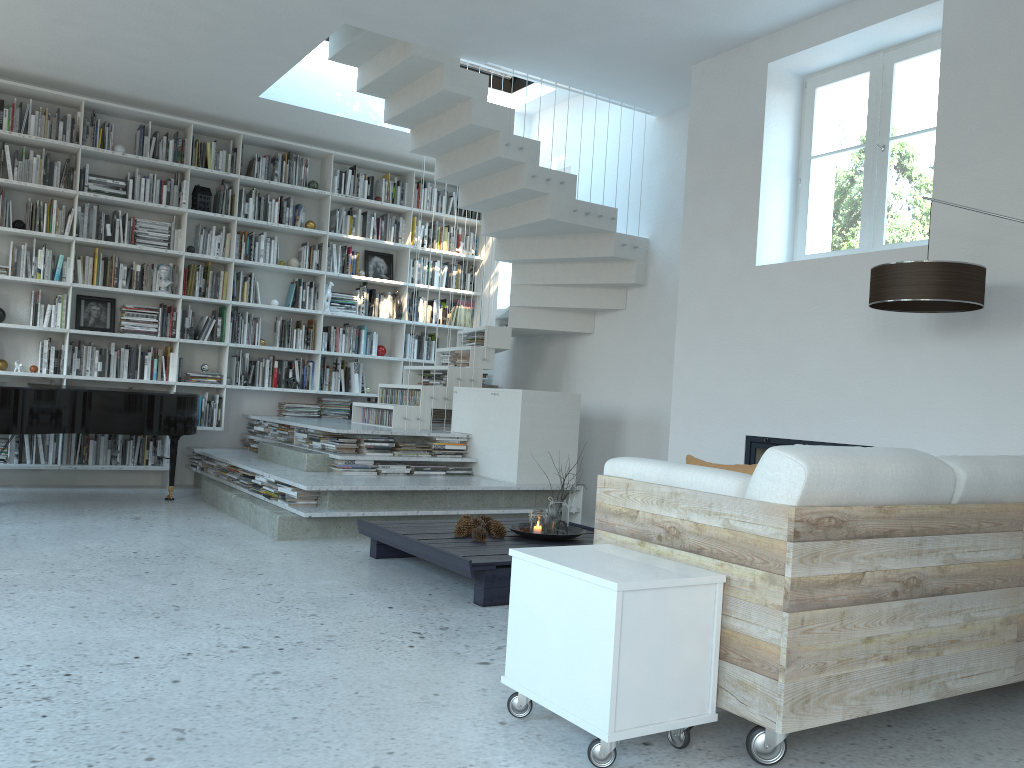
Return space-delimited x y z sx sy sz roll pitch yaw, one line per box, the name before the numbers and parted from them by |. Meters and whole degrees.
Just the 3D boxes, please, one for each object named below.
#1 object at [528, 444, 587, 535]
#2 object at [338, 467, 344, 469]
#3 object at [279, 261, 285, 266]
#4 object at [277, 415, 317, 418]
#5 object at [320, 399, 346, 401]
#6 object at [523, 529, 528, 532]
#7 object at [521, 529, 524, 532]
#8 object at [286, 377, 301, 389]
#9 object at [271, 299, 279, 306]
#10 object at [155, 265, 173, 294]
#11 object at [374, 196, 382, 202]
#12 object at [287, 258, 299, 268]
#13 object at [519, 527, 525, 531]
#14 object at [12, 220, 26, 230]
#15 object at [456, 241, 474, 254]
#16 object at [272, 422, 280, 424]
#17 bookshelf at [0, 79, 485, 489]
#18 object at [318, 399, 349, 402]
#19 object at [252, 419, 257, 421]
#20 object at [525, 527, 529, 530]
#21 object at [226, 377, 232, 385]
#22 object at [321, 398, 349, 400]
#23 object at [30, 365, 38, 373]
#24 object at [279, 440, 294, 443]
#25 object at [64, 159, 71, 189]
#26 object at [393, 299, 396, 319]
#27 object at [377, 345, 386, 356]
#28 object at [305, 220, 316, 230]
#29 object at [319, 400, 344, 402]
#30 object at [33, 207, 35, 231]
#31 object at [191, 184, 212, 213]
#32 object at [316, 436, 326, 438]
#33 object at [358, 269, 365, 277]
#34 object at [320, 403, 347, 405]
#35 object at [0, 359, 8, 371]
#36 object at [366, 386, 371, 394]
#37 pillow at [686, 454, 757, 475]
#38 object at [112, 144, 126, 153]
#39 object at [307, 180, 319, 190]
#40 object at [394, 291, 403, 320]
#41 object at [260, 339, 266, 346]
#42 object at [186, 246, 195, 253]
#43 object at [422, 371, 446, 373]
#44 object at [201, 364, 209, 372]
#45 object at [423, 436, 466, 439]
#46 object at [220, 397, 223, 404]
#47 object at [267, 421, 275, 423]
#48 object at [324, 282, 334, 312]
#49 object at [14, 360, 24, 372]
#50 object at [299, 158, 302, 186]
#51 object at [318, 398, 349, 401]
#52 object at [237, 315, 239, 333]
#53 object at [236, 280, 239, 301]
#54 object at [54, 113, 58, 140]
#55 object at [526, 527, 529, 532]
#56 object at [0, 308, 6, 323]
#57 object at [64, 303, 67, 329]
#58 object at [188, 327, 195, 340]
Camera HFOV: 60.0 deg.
object | 0.254 0.562 4.740 0.309 0.522 0.435 4 -1 -2
object | -1.131 0.594 6.289 0.204 0.004 0.140 4 -1 -30
object | -2.117 -1.099 8.144 0.068 0.068 0.068 3 -1 35
object | -1.998 0.306 8.296 0.346 0.007 0.193 4 -1 -38
object | -1.711 0.153 8.490 0.285 0.005 0.159 4 -1 -33
object | 0.074 0.797 4.759 0.035 0.035 0.030 4 -1 -10
object | 0.059 0.800 4.796 0.026 0.027 0.030 3 -1 24
object | -1.997 -0.009 8.090 0.064 0.114 0.160 3 -1 45
object | -2.167 -0.736 8.097 0.071 0.072 0.071 3 -1 16
object | -2.940 -0.880 7.496 0.138 0.244 0.137 3 -1 23
object | -1.294 -1.776 8.571 0.071 0.072 0.071 3 -1 16
object | -2.031 -1.114 8.225 0.111 0.113 0.112 3 -1 35
object | 0.058 0.797 4.839 0.035 0.035 0.030 4 -1 -34
object | -3.890 -1.247 6.992 0.097 0.098 0.097 3 -1 16
object | -0.483 -1.381 9.059 0.203 0.137 0.095 4 -1 -17
object | -1.942 0.334 7.561 0.144 0.005 0.257 4 -1 -33
bookshelf | -3.060 -0.676 7.516 6.299 3.142 0.330 4 -1 -33
object | -1.711 0.158 8.490 0.254 0.006 0.161 4 -1 -33
object | -2.263 0.329 8.063 0.131 0.025 0.290 4 -1 -31
object | 0.082 0.800 4.877 0.031 0.035 0.031 4 -1 -32
object | -2.538 -0.028 7.919 0.071 0.072 0.071 3 -1 16
object | -1.704 0.142 8.480 0.285 0.005 0.159 4 -1 -28
object | -3.810 -0.119 7.066 0.061 0.062 0.061 3 -1 16
object | -1.803 0.473 7.313 0.145 0.010 0.266 4 -1 -37
object | -3.542 -1.669 7.080 0.075 0.254 0.075 3 -1 36
object | -1.184 -0.731 8.779 0.022 0.211 0.179 4 -1 -33
object | -1.293 -0.322 8.698 0.115 0.116 0.115 3 -1 35
object | -1.870 -1.466 8.220 0.100 0.102 0.100 3 -1 35
object | -1.711 0.164 8.489 0.254 0.006 0.161 4 -1 -33
object | -3.829 -1.306 7.089 0.010 0.225 0.142 4 -1 -33
object | -2.696 -1.601 7.704 0.135 0.248 0.135 4 -1 -43
object | -1.391 0.399 6.693 0.142 0.006 0.203 4 -1 -35
object | -1.465 -1.062 8.558 0.091 0.092 0.091 3 -1 16
object | -1.716 0.190 8.488 0.254 0.006 0.161 4 -1 -33
object | -4.021 -0.149 6.980 0.091 0.092 0.091 3 -1 35
object | -1.417 0.057 8.658 0.071 0.072 0.071 3 -1 16
pillow | 0.694 0.394 2.750 0.200 0.339 0.462 4 -1 -39
object | -3.263 -1.939 7.367 0.104 0.106 0.105 3 -1 35
object | -1.844 -1.834 8.217 0.104 0.105 0.104 3 -1 16
object | -1.109 -0.764 8.663 0.087 0.288 0.075 4 0 2
object | -2.282 -0.375 8.077 0.071 0.072 0.071 3 -1 16
object | -2.768 -1.156 7.639 0.071 0.072 0.071 3 -1 16
object | -0.696 -0.106 7.935 0.161 0.025 0.174 4 -1 -29
object | -2.677 -0.141 7.732 0.071 0.072 0.071 3 -1 16
object | -0.516 0.398 6.803 0.284 0.030 0.177 4 -1 -33
object | -2.581 0.248 7.830 0.011 0.260 0.142 4 -1 -33
object | -1.954 0.327 7.553 0.159 0.007 0.285 4 -1 -36
object | -1.713 -0.810 8.252 0.087 0.288 0.075 4 0 2
object | -3.884 -0.140 6.990 0.060 0.095 0.078 4 -1 -16
object | -1.986 -1.939 8.239 0.006 0.298 0.129 4 -1 -33
object | -1.709 0.147 8.488 0.254 0.006 0.161 4 -1 -32
object | -2.490 -0.487 7.981 0.007 0.266 0.135 4 -1 -33
object | -2.483 -0.826 7.954 0.013 0.208 0.140 4 -1 -33
object | -3.684 -2.041 7.147 0.010 0.246 0.157 4 -1 -33
object | 0.090 0.794 4.787 0.038 0.043 0.039 3 -1 28
object | -4.038 -0.538 6.944 0.133 0.135 0.134 3 -1 16
object | -3.652 -0.549 7.240 0.017 0.216 0.103 4 -1 -33
object | -2.748 -0.434 7.605 0.054 0.113 0.079 4 -1 -34
